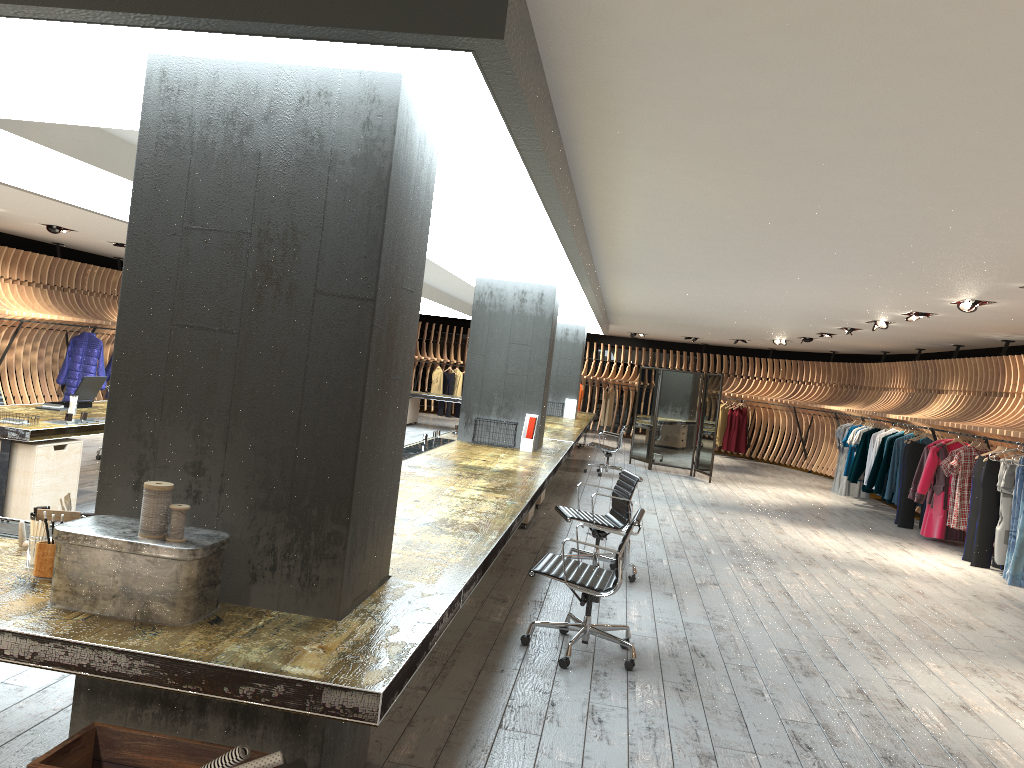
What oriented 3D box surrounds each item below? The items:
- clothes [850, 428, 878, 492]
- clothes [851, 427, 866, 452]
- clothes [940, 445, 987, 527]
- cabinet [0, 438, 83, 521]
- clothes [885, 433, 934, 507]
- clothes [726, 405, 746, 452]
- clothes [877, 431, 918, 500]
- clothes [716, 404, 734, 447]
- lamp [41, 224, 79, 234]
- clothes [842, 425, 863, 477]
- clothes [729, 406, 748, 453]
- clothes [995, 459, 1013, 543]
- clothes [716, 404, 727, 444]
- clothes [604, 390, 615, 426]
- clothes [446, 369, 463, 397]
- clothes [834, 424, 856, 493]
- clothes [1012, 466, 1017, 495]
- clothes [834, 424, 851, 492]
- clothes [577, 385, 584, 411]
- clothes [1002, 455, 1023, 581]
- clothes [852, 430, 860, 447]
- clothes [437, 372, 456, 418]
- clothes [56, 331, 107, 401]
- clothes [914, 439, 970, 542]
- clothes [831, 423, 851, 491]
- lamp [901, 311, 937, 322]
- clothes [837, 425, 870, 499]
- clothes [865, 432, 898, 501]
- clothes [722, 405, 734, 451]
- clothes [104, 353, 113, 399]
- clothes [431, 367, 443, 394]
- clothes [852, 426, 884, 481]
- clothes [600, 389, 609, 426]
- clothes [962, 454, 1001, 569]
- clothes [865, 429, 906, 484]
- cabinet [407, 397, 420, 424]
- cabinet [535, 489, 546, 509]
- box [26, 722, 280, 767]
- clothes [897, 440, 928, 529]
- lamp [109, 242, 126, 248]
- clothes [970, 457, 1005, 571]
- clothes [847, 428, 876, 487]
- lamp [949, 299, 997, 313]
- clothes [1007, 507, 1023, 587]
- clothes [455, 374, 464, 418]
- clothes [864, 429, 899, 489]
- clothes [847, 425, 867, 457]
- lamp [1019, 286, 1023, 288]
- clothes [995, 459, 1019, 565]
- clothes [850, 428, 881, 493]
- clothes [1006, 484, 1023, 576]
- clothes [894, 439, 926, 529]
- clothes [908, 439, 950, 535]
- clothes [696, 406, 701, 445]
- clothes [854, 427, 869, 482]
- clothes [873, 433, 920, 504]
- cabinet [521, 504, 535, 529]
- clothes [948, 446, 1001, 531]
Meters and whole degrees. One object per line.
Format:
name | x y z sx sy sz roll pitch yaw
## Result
clothes | 6.074 1.272 14.604 0.914 1.081 0.238 7 0 7
clothes | 6.190 1.211 15.281 0.743 0.960 0.167 7 0 1
clothes | 5.582 1.263 10.797 0.761 1.020 0.187 7 0 8
cabinet | -4.058 0.697 6.893 1.132 0.630 0.593 7 1 7
clothes | 5.872 1.253 12.918 0.715 1.088 0.256 7 0 13
clothes | 5.448 1.085 21.365 0.444 1.129 0.127 7 0 4
clothes | 5.927 1.250 13.354 0.715 1.088 0.257 7 0 3
clothes | 5.228 1.011 21.669 0.776 1.053 0.152 6 1 -42
lamp | -6.249 -2.197 12.242 0.269 0.292 0.492 7 1 7
clothes | 6.127 1.200 15.485 0.738 0.971 0.167 7 0 16
clothes | 5.487 1.092 21.280 0.443 1.129 0.127 7 0 -21
clothes | 5.409 1.391 9.675 0.273 1.143 0.169 7 0 39
clothes | 5.094 0.991 21.843 0.777 1.053 0.151 7 0 8
clothes | 2.633 0.645 23.866 0.096 0.988 0.465 7 0 24
clothes | -1.550 0.029 24.328 0.249 0.889 0.705 6 1 -42
clothes | 6.219 1.450 16.060 0.677 1.434 0.203 7 0 22
clothes | 5.425 1.398 9.458 0.273 1.143 0.170 7 0 -36
clothes | 6.238 1.449 16.200 0.677 1.434 0.204 7 0 -3
clothes | 1.777 0.410 24.167 0.200 0.881 0.840 7 1 -13
clothes | 5.356 1.522 9.321 0.277 1.542 0.316 7 0 6
clothes | 6.172 1.195 15.141 0.742 0.938 0.162 7 0 1
clothes | -1.793 0.330 24.265 0.540 1.352 0.087 7 0 42
clothes | -7.157 -0.255 14.742 0.885 1.239 0.245 7 0 4
clothes | 5.654 1.370 11.411 0.840 1.312 0.321 7 0 16
clothes | 6.254 1.448 16.339 0.677 1.434 0.203 7 0 22
lamp | 4.757 -0.851 10.345 0.269 0.296 0.492 7 1 7
clothes | 6.201 1.451 15.926 0.677 1.434 0.204 7 0 -8
clothes | 5.939 1.275 13.585 0.914 1.081 0.238 7 0 12
clothes | 5.351 1.071 21.503 0.443 1.129 0.127 7 0 -21
clothes | -7.062 -0.268 16.134 0.880 1.260 0.242 7 0 4
clothes | -2.055 -0.028 24.182 0.249 0.889 0.705 7 1 -32
clothes | 6.082 1.191 14.887 0.734 0.937 0.164 7 0 11
clothes | 2.521 0.630 23.908 0.096 0.988 0.465 7 0 19
clothes | 5.462 1.503 10.078 0.087 1.352 0.540 6 0 -43
clothes | 5.953 1.251 13.920 0.733 1.106 0.165 7 0 7
cabinet | -2.515 0.588 20.050 0.593 0.630 1.131 7 1 7
cabinet | -0.166 1.075 10.606 1.132 0.630 0.593 7 1 7
box | -1.116 1.314 2.768 0.665 0.282 0.341 7 1 7
clothes | 5.759 1.485 12.452 0.539 1.352 0.087 7 0 12
lamp | -6.051 -2.208 13.825 0.269 0.294 0.492 7 1 7
clothes | 5.454 1.507 9.874 0.539 1.352 0.087 7 0 7
clothes | 6.083 1.270 14.727 0.914 1.081 0.238 7 0 7
lamp | 4.559 -0.845 8.763 0.269 0.284 0.492 7 1 7
clothes | 5.300 1.529 9.033 0.373 1.536 0.312 7 0 18
clothes | -1.291 0.387 24.372 0.540 1.352 0.087 7 0 32
clothes | 6.033 1.257 14.102 0.733 1.106 0.165 7 0 12
clothes | 6.166 1.193 15.336 0.744 0.931 0.158 7 0 11
lamp | 4.359 -0.830 7.181 0.269 0.291 0.492 7 1 7
clothes | 5.383 1.388 9.571 0.278 1.141 0.172 7 0 14
clothes | 6.056 1.271 14.519 0.914 1.081 0.238 7 0 12
clothes | 5.388 1.415 9.170 0.276 1.291 0.317 7 0 -29
clothes | 5.801 1.486 12.640 0.540 1.352 0.087 7 0 32
clothes | 5.691 1.368 11.698 0.840 1.312 0.321 7 0 6
clothes | 4.677 0.972 22.346 0.127 1.129 0.444 7 0 -1
clothes | 6.118 1.207 15.070 0.742 0.950 0.168 7 0 -9
clothes | 5.902 1.278 13.231 0.914 1.081 0.238 7 0 7
cabinet | -0.335 1.085 9.264 1.132 0.630 0.593 7 1 7
clothes | 5.540 1.260 10.578 0.759 1.030 0.179 7 0 -7
